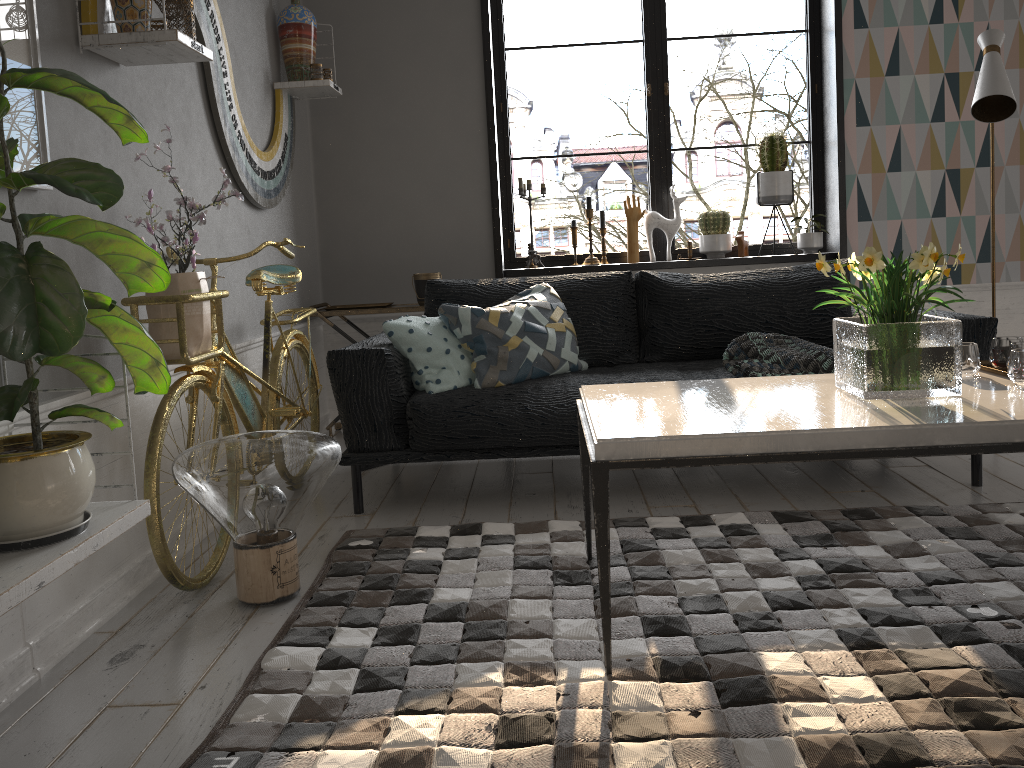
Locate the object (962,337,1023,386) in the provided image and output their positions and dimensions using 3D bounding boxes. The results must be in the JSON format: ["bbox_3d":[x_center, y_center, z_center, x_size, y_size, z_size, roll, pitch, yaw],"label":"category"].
[{"bbox_3d":[1.266,-0.058,2.217,0.246,0.087,0.280,-6,9,-20],"label":"object"}]

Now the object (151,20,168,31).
[{"bbox_3d":[-1.013,-0.992,2.527,0.062,0.081,0.062,-6,7,-22],"label":"object"}]

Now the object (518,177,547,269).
[{"bbox_3d":[0.091,-0.862,4.735,0.162,0.487,0.145,1,6,38],"label":"object"}]

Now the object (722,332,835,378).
[{"bbox_3d":[1.125,-0.005,3.147,0.666,0.327,0.494,-3,7,-3],"label":"object"}]

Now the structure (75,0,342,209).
[{"bbox_3d":[-0.977,-1.159,3.290,0.267,0.949,2.037,-3,8,2],"label":"structure"}]

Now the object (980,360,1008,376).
[{"bbox_3d":[1.388,-0.043,2.275,0.318,0.015,0.248,-3,8,2],"label":"object"}]

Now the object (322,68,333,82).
[{"bbox_3d":[-0.861,-1.439,4.132,0.050,0.058,0.050,-4,6,-8],"label":"object"}]

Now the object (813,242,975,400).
[{"bbox_3d":[0.888,-0.156,2.091,0.351,0.349,0.327,-3,6,4],"label":"object"}]

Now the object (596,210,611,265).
[{"bbox_3d":[0.493,-0.796,4.779,0.075,0.299,0.076,0,6,33],"label":"object"}]

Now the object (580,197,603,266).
[{"bbox_3d":[0.418,-0.822,4.728,0.123,0.373,0.124,-2,5,7],"label":"object"}]

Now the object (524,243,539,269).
[{"bbox_3d":[0.102,-0.707,4.829,0.084,0.150,0.085,-2,6,6],"label":"object"}]

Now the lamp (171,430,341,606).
[{"bbox_3d":[-0.665,0.353,2.362,0.432,0.435,0.435,1,8,33],"label":"lamp"}]

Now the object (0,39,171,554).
[{"bbox_3d":[-0.921,-0.280,1.688,0.416,1.143,0.570,1,7,41],"label":"object"}]

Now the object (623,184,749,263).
[{"bbox_3d":[0.930,-0.860,4.716,0.662,0.407,0.135,-3,5,3],"label":"object"}]

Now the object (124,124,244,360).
[{"bbox_3d":[-0.880,-0.406,2.538,0.253,0.637,0.491,-1,6,20],"label":"object"}]

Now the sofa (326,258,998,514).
[{"bbox_3d":[0.529,-0.043,3.458,2.340,0.793,0.977,-3,7,2],"label":"sofa"}]

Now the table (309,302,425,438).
[{"bbox_3d":[-0.598,-0.083,4.465,0.742,0.675,0.341,-3,5,2],"label":"table"}]

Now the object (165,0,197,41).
[{"bbox_3d":[-0.937,-1.020,2.498,0.086,0.139,0.086,-4,6,-5],"label":"object"}]

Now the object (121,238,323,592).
[{"bbox_3d":[-0.864,0.008,2.978,0.427,0.963,1.637,-4,8,-6],"label":"object"}]

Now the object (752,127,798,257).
[{"bbox_3d":[1.372,-1.008,4.632,0.236,0.666,0.229,-6,6,-27],"label":"object"}]

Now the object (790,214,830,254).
[{"bbox_3d":[1.556,-0.782,4.619,0.171,0.202,0.248,-3,7,5],"label":"object"}]

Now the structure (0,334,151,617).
[{"bbox_3d":[-0.999,0.280,0.564,0.308,0.483,2.797,-3,8,2],"label":"structure"}]

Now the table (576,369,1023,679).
[{"bbox_3d":[0.904,0.275,2.101,1.455,0.508,0.737,-3,7,2],"label":"table"}]

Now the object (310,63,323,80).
[{"bbox_3d":[-0.897,-1.428,4.066,0.060,0.078,0.060,-4,6,-9],"label":"object"}]

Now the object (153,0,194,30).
[{"bbox_3d":[-0.928,-1.009,2.350,0.060,0.165,0.198,1,8,36],"label":"object"}]

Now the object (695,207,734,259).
[{"bbox_3d":[1.091,-0.818,4.762,0.235,0.281,0.214,-6,7,-24],"label":"object"}]

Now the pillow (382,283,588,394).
[{"bbox_3d":[-0.103,-0.182,3.412,0.799,0.360,0.446,-5,7,-16],"label":"pillow"}]

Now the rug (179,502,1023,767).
[{"bbox_3d":[0.687,0.548,1.972,2.526,0.034,1.783,-3,8,2],"label":"rug"}]

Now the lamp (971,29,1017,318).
[{"bbox_3d":[2.212,-0.680,3.998,0.680,1.692,1.255,-3,6,0],"label":"lamp"}]

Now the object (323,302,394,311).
[{"bbox_3d":[-0.767,-0.387,4.445,0.318,0.015,0.248,-3,8,2],"label":"object"}]

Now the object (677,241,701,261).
[{"bbox_3d":[0.949,-0.710,4.719,0.123,0.098,0.124,0,8,25],"label":"object"}]

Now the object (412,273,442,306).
[{"bbox_3d":[-0.418,-0.469,4.388,0.138,0.159,0.142,2,8,40],"label":"object"}]
